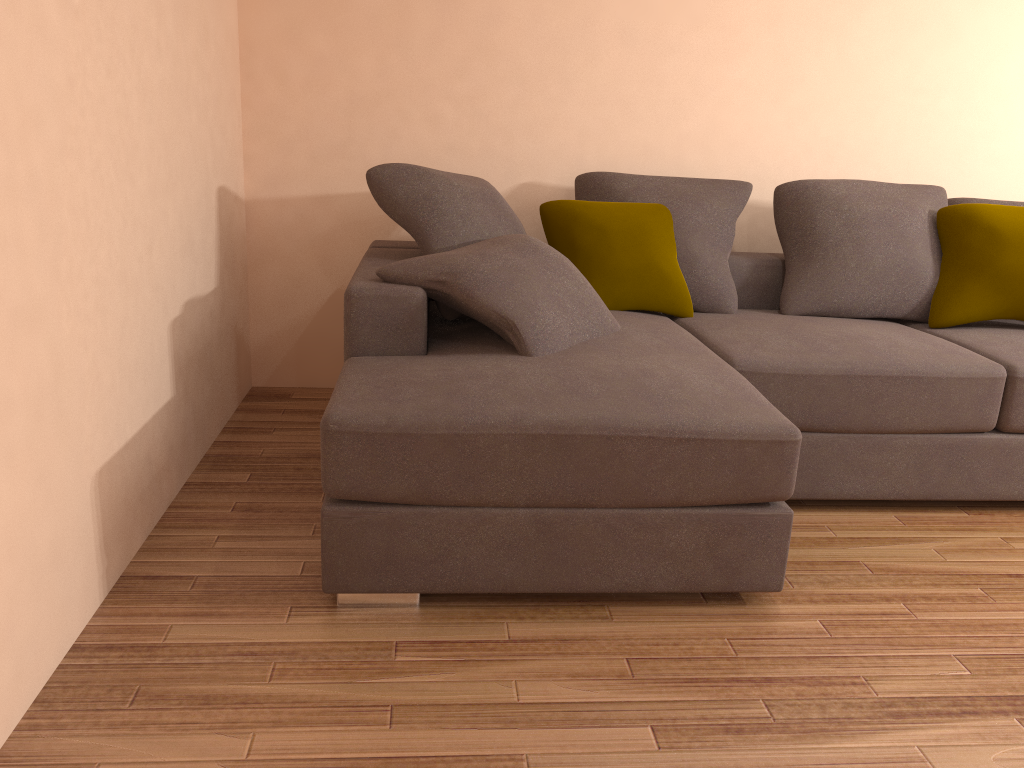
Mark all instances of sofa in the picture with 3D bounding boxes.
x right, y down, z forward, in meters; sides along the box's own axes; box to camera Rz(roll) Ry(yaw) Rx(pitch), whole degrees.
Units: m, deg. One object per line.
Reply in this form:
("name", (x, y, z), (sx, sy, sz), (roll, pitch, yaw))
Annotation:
("sofa", (1.200, 0.019, 3.328), (3.565, 0.776, 1.906), (1, 16, -5))

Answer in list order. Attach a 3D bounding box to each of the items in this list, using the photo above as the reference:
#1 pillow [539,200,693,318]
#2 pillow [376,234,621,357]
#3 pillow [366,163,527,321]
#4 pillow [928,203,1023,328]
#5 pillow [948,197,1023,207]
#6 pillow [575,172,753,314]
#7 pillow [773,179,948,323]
("pillow", (0.437, -0.503, 3.669), (0.631, 0.486, 0.335), (-1, 16, -12))
("pillow", (0.031, -0.284, 3.066), (0.645, 0.415, 0.792), (13, 19, 32))
("pillow", (-0.168, -0.585, 3.571), (0.483, 0.578, 0.806), (13, 19, 33))
("pillow", (2.065, -0.466, 3.608), (0.658, 0.492, 0.382), (8, 17, 18))
("pillow", (2.229, -0.474, 3.889), (0.811, 0.635, 0.399), (14, 20, 35))
("pillow", (0.636, -0.619, 3.890), (0.787, 0.576, 0.431), (5, 16, 9))
("pillow", (1.525, -0.574, 3.834), (0.783, 0.590, 0.459), (2, 16, -1))
